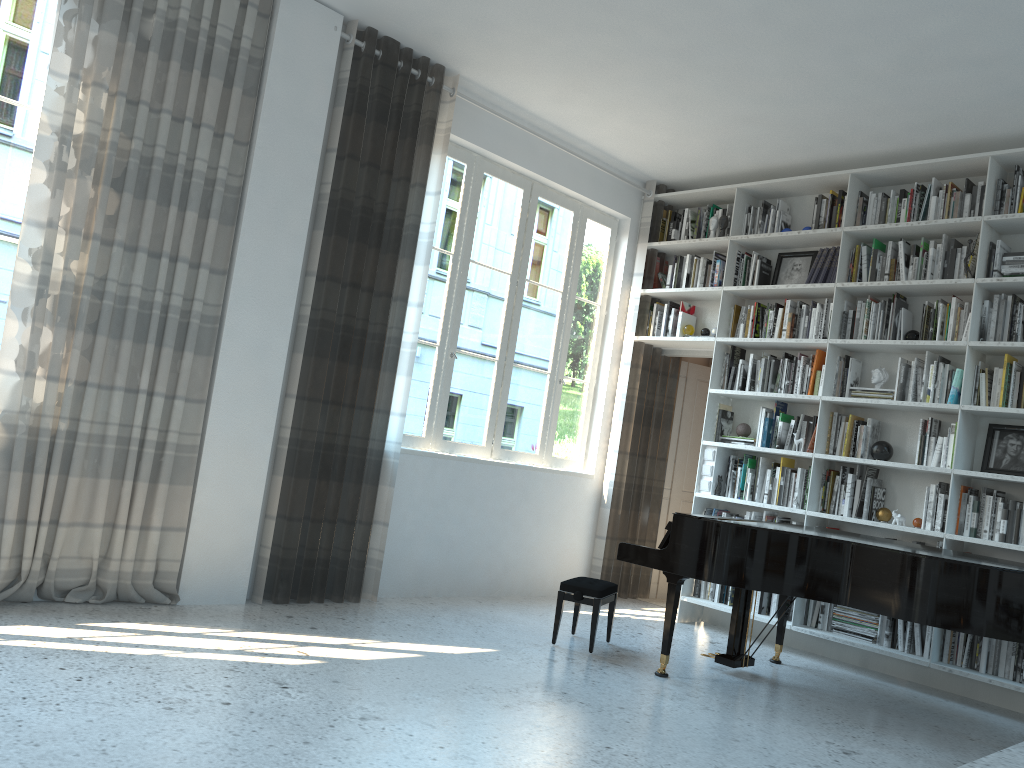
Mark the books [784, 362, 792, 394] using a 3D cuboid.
[{"bbox_3d":[1.910,-0.020,6.023,0.177,0.229,0.013,12,-5,-44],"label":"books"}]

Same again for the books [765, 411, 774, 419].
[{"bbox_3d":[1.780,0.325,6.097,0.143,0.255,0.031,12,-5,-44],"label":"books"}]

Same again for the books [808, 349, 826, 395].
[{"bbox_3d":[2.043,-0.058,5.906,0.170,0.325,0.035,12,-5,-44],"label":"books"}]

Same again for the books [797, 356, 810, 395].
[{"bbox_3d":[1.973,-0.039,5.960,0.157,0.275,0.015,12,-5,-44],"label":"books"}]

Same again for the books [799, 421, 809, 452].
[{"bbox_3d":[1.968,0.361,5.874,0.172,0.207,0.030,12,-5,-44],"label":"books"}]

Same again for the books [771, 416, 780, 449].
[{"bbox_3d":[1.834,0.342,6.053,0.148,0.231,0.030,12,-5,-44],"label":"books"}]

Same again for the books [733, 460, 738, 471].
[{"bbox_3d":[1.584,0.670,6.201,0.177,0.264,0.007,12,-5,-44],"label":"books"}]

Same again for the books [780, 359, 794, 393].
[{"bbox_3d":[1.895,-0.033,6.061,0.156,0.256,0.021,12,-5,-44],"label":"books"}]

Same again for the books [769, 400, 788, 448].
[{"bbox_3d":[1.824,0.288,6.067,0.153,0.335,0.011,12,-5,-44],"label":"books"}]

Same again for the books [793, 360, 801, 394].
[{"bbox_3d":[1.957,-0.026,6.002,0.139,0.251,0.011,12,-5,-44],"label":"books"}]

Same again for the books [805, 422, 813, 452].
[{"bbox_3d":[1.995,0.363,5.860,0.144,0.209,0.027,12,-5,-44],"label":"books"}]

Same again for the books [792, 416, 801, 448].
[{"bbox_3d":[1.929,0.343,5.949,0.141,0.241,0.013,12,-5,-44],"label":"books"}]

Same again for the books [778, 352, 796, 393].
[{"bbox_3d":[1.880,-0.057,6.067,0.152,0.299,0.013,12,-5,-44],"label":"books"}]

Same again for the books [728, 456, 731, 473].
[{"bbox_3d":[1.565,0.657,6.249,0.152,0.289,0.016,12,-5,-44],"label":"books"}]

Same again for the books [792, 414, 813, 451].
[{"bbox_3d":[1.945,0.336,5.913,0.158,0.255,0.060,12,-5,-44],"label":"books"}]

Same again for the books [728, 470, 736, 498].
[{"bbox_3d":[1.576,0.704,6.178,0.193,0.189,0.019,12,-5,-44],"label":"books"}]

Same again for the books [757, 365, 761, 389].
[{"bbox_3d":[1.764,-0.031,6.181,0.148,0.229,0.014,12,-5,-44],"label":"books"}]

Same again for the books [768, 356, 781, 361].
[{"bbox_3d":[1.803,-0.048,6.155,0.158,0.270,0.011,12,-5,-44],"label":"books"}]

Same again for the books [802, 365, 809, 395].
[{"bbox_3d":[2.003,-0.008,5.950,0.148,0.220,0.021,12,-5,-44],"label":"books"}]

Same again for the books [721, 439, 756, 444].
[{"bbox_3d":[1.624,0.410,6.234,0.254,0.012,0.161,5,-6,43],"label":"books"}]

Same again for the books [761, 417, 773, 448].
[{"bbox_3d":[1.777,0.345,6.054,0.189,0.208,0.029,12,-5,-44],"label":"books"}]

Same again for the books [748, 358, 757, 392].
[{"bbox_3d":[1.719,-0.043,6.223,0.176,0.246,0.011,12,-5,-44],"label":"books"}]

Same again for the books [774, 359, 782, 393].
[{"bbox_3d":[1.868,-0.035,6.100,0.142,0.256,0.047,12,-5,-44],"label":"books"}]

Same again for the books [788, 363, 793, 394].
[{"bbox_3d":[1.927,-0.017,6.022,0.152,0.227,0.013,12,-5,-44],"label":"books"}]

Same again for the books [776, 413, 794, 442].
[{"bbox_3d":[1.848,0.331,6.005,0.172,0.250,0.011,12,-5,-44],"label":"books"}]

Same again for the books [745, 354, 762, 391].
[{"bbox_3d":[1.715,-0.059,6.242,0.174,0.281,0.023,12,-5,-44],"label":"books"}]

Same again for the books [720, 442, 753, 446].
[{"bbox_3d":[1.620,0.434,6.233,0.159,0.012,0.285,12,-6,-41],"label":"books"}]

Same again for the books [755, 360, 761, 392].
[{"bbox_3d":[1.756,-0.036,6.218,0.139,0.242,0.049,12,-5,-44],"label":"books"}]

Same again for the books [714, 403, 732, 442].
[{"bbox_3d":[1.519,0.292,6.379,0.159,0.285,0.012,12,-5,-44],"label":"books"}]

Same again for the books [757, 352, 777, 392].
[{"bbox_3d":[1.776,-0.062,6.173,0.183,0.293,0.011,12,-5,-44],"label":"books"}]

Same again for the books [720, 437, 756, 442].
[{"bbox_3d":[1.624,0.398,6.233,0.159,0.012,0.285,12,-6,-40],"label":"books"}]

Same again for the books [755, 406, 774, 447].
[{"bbox_3d":[1.746,0.307,6.126,0.159,0.285,0.012,12,-5,-44],"label":"books"}]

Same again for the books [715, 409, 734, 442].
[{"bbox_3d":[1.522,0.312,6.356,0.157,0.243,0.028,12,-5,-44],"label":"books"}]

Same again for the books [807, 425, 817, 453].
[{"bbox_3d":[2.027,0.328,5.783,0.228,0.276,0.082,12,-5,-44],"label":"books"}]

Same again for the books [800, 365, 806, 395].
[{"bbox_3d":[1.988,-0.007,5.958,0.160,0.217,0.012,12,-5,-44],"label":"books"}]

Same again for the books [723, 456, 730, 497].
[{"bbox_3d":[1.557,0.659,6.259,0.159,0.285,0.008,12,-5,-44],"label":"books"}]

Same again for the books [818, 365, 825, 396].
[{"bbox_3d":[2.081,-0.004,5.860,0.145,0.223,0.031,12,-5,-44],"label":"books"}]

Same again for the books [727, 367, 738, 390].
[{"bbox_3d":[1.610,-0.019,6.321,0.189,0.182,0.037,12,-5,-44],"label":"books"}]

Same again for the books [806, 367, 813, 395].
[{"bbox_3d":[2.016,0.001,5.919,0.161,0.203,0.013,12,-5,-44],"label":"books"}]

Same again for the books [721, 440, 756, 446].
[{"bbox_3d":[1.625,0.423,6.237,0.161,0.012,0.254,13,-6,-43],"label":"books"}]

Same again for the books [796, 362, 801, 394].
[{"bbox_3d":[1.976,-0.019,5.994,0.131,0.242,0.028,12,-5,-44],"label":"books"}]

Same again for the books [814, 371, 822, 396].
[{"bbox_3d":[2.057,0.014,5.880,0.152,0.183,0.030,12,-5,-44],"label":"books"}]

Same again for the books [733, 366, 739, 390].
[{"bbox_3d":[1.641,-0.028,6.317,0.143,0.208,0.042,12,-5,-44],"label":"books"}]

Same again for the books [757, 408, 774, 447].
[{"bbox_3d":[1.757,0.314,6.112,0.150,0.272,0.024,12,-5,-44],"label":"books"}]

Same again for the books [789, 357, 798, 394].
[{"bbox_3d":[1.936,-0.039,6.011,0.145,0.272,0.012,12,-5,-44],"label":"books"}]

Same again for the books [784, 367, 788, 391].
[{"bbox_3d":[1.906,-0.007,6.044,0.130,0.205,0.021,12,-5,-44],"label":"books"}]

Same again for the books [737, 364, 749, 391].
[{"bbox_3d":[1.662,-0.027,6.258,0.188,0.203,0.028,12,-5,-44],"label":"books"}]

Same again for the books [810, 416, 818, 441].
[{"bbox_3d":[2.017,0.344,5.846,0.154,0.251,0.021,12,-5,-44],"label":"books"}]

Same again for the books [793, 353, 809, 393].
[{"bbox_3d":[1.957,-0.052,6.015,0.130,0.304,0.011,12,-5,-44],"label":"books"}]

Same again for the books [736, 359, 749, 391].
[{"bbox_3d":[1.654,-0.042,6.284,0.177,0.235,0.022,12,-5,-44],"label":"books"}]

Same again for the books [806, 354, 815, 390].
[{"bbox_3d":[2.024,-0.041,5.942,0.144,0.292,0.015,12,-5,-44],"label":"books"}]

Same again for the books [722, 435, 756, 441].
[{"bbox_3d":[1.631,0.387,6.239,0.161,0.012,0.254,13,-6,-43],"label":"books"}]

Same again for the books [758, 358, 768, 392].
[{"bbox_3d":[1.778,-0.040,6.154,0.189,0.247,0.021,12,-5,-44],"label":"books"}]

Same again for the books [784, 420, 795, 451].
[{"bbox_3d":[1.903,0.355,5.973,0.143,0.214,0.056,12,-5,-44],"label":"books"}]

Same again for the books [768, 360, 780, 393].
[{"bbox_3d":[1.830,-0.032,6.112,0.184,0.242,0.023,12,-5,-44],"label":"books"}]

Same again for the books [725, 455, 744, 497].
[{"bbox_3d":[1.571,0.655,6.233,0.171,0.294,0.014,12,-5,-44],"label":"books"}]

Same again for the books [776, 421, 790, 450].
[{"bbox_3d":[1.848,0.359,5.980,0.189,0.190,0.029,12,-5,-44],"label":"books"}]

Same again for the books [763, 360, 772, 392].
[{"bbox_3d":[1.801,-0.033,6.130,0.167,0.237,0.024,12,-5,-44],"label":"books"}]
